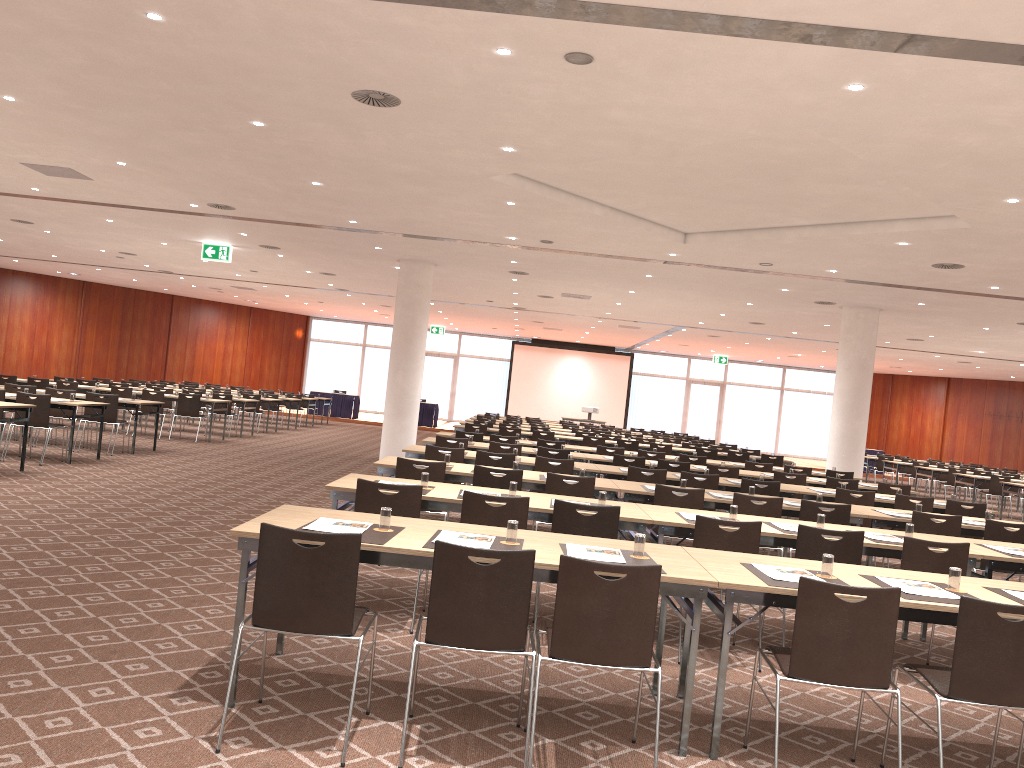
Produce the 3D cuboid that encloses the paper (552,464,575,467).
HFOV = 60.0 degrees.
[{"bbox_3d":[0.504,0.931,10.412,0.460,0.003,0.565,6,-1,0],"label":"paper"}]

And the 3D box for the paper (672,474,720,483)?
[{"bbox_3d":[2.143,1.102,10.372,0.460,0.003,0.565,6,-1,1],"label":"paper"}]

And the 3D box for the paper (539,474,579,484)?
[{"bbox_3d":[0.489,0.908,8.416,0.460,0.003,0.565,6,-1,2],"label":"paper"}]

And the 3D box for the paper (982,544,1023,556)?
[{"bbox_3d":[3.657,1.213,6.436,0.283,0.006,0.398,6,-1,0],"label":"paper"}]

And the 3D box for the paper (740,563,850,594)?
[{"bbox_3d":[1.423,0.961,4.383,0.460,0.003,0.565,6,-1,1],"label":"paper"}]

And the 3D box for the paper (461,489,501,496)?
[{"bbox_3d":[-0.225,0.808,6.500,0.283,0.006,0.398,6,-1,1],"label":"paper"}]

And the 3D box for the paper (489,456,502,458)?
[{"bbox_3d":[-0.169,0.857,10.481,0.283,0.006,0.398,6,-1,0],"label":"paper"}]

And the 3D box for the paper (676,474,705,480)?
[{"bbox_3d":[2.100,1.094,10.455,0.283,0.006,0.398,6,-1,-1],"label":"paper"}]

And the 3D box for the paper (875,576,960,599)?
[{"bbox_3d":[2.041,1.023,4.457,0.283,0.006,0.398,6,-1,1],"label":"paper"}]

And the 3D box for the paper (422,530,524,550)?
[{"bbox_3d":[-0.178,0.795,4.424,0.460,0.003,0.565,6,-1,3],"label":"paper"}]

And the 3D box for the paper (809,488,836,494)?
[{"bbox_3d":[3.696,1.261,10.439,0.283,0.006,0.398,6,-1,-1],"label":"paper"}]

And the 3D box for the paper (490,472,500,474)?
[{"bbox_3d":[-0.183,0.834,8.484,0.283,0.006,0.398,6,-1,-1],"label":"paper"}]

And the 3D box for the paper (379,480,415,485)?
[{"bbox_3d":[-0.859,0.742,6.507,0.283,0.006,0.398,6,-1,2],"label":"paper"}]

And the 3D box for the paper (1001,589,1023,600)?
[{"bbox_3d":[2.699,1.092,4.455,0.283,0.006,0.398,6,-1,4],"label":"paper"}]

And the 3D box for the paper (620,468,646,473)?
[{"bbox_3d":[1.433,1.025,10.484,0.283,0.006,0.398,6,-1,2],"label":"paper"}]

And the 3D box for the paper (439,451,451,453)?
[{"bbox_3d":[-0.797,0.792,10.492,0.283,0.006,0.398,6,-1,1],"label":"paper"}]

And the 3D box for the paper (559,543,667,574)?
[{"bbox_3d":[0.485,0.864,4.407,0.460,0.003,0.565,6,-1,-2],"label":"paper"}]

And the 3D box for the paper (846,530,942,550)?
[{"bbox_3d":[2.739,1.121,6.398,0.460,0.003,0.565,6,-1,0],"label":"paper"}]

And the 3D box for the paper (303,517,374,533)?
[{"bbox_3d":[-0.875,0.719,4.496,0.283,0.006,0.398,6,-1,1],"label":"paper"}]

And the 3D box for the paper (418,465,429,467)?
[{"bbox_3d":[-0.828,0.767,8.485,0.283,0.006,0.398,6,-1,2],"label":"paper"}]

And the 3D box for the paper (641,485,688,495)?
[{"bbox_3d":[1.476,1.011,8.402,0.460,0.003,0.565,6,-1,2],"label":"paper"}]

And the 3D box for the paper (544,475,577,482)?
[{"bbox_3d":[0.460,0.901,8.474,0.283,0.006,0.398,6,-1,-2],"label":"paper"}]

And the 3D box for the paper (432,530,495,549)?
[{"bbox_3d":[-0.238,0.785,4.488,0.283,0.006,0.398,6,-1,4],"label":"paper"}]

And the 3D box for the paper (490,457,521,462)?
[{"bbox_3d":[-0.122,0.866,10.422,0.460,0.003,0.565,6,-1,1],"label":"paper"}]

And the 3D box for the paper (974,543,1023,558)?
[{"bbox_3d":[3.692,1.220,6.386,0.460,0.003,0.565,6,-1,2],"label":"paper"}]

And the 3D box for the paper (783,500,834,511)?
[{"bbox_3d":[2.783,1.147,8.402,0.460,0.003,0.565,6,-1,3],"label":"paper"}]

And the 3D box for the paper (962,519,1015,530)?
[{"bbox_3d":[4.384,1.314,8.375,0.460,0.003,0.565,6,-1,2],"label":"paper"}]

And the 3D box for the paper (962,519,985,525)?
[{"bbox_3d":[4.333,1.306,8.428,0.283,0.006,0.398,6,-1,-2],"label":"paper"}]

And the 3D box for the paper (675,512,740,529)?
[{"bbox_3d":[1.451,0.986,6.394,0.460,0.003,0.565,6,-1,1],"label":"paper"}]

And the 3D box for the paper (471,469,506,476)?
[{"bbox_3d":[-0.141,0.842,8.447,0.460,0.003,0.565,6,-1,4],"label":"paper"}]

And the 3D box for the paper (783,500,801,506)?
[{"bbox_3d":[2.700,1.135,8.438,0.283,0.006,0.398,6,-1,0],"label":"paper"}]

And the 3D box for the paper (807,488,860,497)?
[{"bbox_3d":[3.765,1.271,10.388,0.460,0.003,0.565,6,-1,1],"label":"paper"}]

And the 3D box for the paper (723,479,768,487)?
[{"bbox_3d":[2.769,1.167,10.390,0.460,0.003,0.565,6,-1,-1],"label":"paper"}]

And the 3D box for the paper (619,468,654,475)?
[{"bbox_3d":[1.505,1.035,10.402,0.460,0.003,0.565,6,-1,1],"label":"paper"}]

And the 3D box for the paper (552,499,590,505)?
[{"bbox_3d":[0.434,0.877,6.467,0.283,0.006,0.398,6,-1,2],"label":"paper"}]

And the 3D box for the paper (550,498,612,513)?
[{"bbox_3d":[0.508,0.888,6.434,0.460,0.003,0.565,6,-1,4],"label":"paper"}]

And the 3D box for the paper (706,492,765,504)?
[{"bbox_3d":[2.107,1.077,8.416,0.460,0.003,0.565,6,-1,2],"label":"paper"}]

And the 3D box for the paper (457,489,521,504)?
[{"bbox_3d":[-0.157,0.819,6.424,0.460,0.003,0.565,6,-1,-1],"label":"paper"}]

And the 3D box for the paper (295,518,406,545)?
[{"bbox_3d":[-0.808,0.729,4.410,0.460,0.003,0.565,6,-1,4],"label":"paper"}]

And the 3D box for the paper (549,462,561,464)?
[{"bbox_3d":[0.465,0.924,10.458,0.283,0.006,0.398,6,-1,1],"label":"paper"}]

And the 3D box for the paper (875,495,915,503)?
[{"bbox_3d":[4.388,1.336,10.372,0.460,0.003,0.565,6,-1,0],"label":"paper"}]

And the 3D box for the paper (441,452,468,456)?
[{"bbox_3d":[-0.760,0.799,10.420,0.460,0.003,0.565,6,-1,0],"label":"paper"}]

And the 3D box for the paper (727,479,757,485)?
[{"bbox_3d":[2.716,1.159,10.454,0.283,0.006,0.398,6,-1,1],"label":"paper"}]

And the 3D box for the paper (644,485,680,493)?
[{"bbox_3d":[1.434,1.003,8.482,0.283,0.006,0.398,6,-1,0],"label":"paper"}]

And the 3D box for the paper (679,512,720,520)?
[{"bbox_3d":[1.391,0.977,6.479,0.283,0.006,0.398,6,-1,2],"label":"paper"}]

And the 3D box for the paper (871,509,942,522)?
[{"bbox_3d":[3.734,1.246,8.382,0.460,0.003,0.565,6,-1,0],"label":"paper"}]

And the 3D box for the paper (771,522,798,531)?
[{"bbox_3d":[2.073,1.048,6.465,0.283,0.006,0.398,6,-1,2],"label":"paper"}]

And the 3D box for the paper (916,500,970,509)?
[{"bbox_3d":[5.024,1.403,10.355,0.460,0.003,0.565,6,-1,-1],"label":"paper"}]

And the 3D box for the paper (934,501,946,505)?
[{"bbox_3d":[5.001,1.397,10.448,0.283,0.006,0.398,6,-1,2],"label":"paper"}]

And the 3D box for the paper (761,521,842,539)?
[{"bbox_3d":[2.102,1.054,6.394,0.460,0.003,0.565,6,-1,-1],"label":"paper"}]

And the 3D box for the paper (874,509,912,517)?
[{"bbox_3d":[3.669,1.236,8.450,0.283,0.006,0.398,6,-1,1],"label":"paper"}]

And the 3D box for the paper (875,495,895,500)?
[{"bbox_3d":[4.336,1.328,10.430,0.283,0.006,0.398,6,-1,-2],"label":"paper"}]

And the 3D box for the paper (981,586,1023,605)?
[{"bbox_3d":[2.714,1.097,4.423,0.460,0.003,0.565,6,-1,2],"label":"paper"}]

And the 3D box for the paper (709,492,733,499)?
[{"bbox_3d":[2.057,1.068,8.461,0.283,0.006,0.398,6,-1,0],"label":"paper"}]

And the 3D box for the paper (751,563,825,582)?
[{"bbox_3d":[1.397,0.956,4.462,0.283,0.006,0.398,6,-1,-1],"label":"paper"}]

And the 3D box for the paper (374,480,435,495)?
[{"bbox_3d":[-0.817,0.750,6.439,0.460,0.003,0.565,6,-1,2],"label":"paper"}]

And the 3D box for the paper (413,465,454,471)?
[{"bbox_3d":[-0.795,0.773,8.404,0.460,0.003,0.565,6,-1,0],"label":"paper"}]

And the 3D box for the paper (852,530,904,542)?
[{"bbox_3d":[2.696,1.113,6.463,0.283,0.006,0.398,6,-1,0],"label":"paper"}]

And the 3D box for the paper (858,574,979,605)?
[{"bbox_3d":[2.059,1.028,4.408,0.460,0.003,0.565,6,-1,0],"label":"paper"}]
